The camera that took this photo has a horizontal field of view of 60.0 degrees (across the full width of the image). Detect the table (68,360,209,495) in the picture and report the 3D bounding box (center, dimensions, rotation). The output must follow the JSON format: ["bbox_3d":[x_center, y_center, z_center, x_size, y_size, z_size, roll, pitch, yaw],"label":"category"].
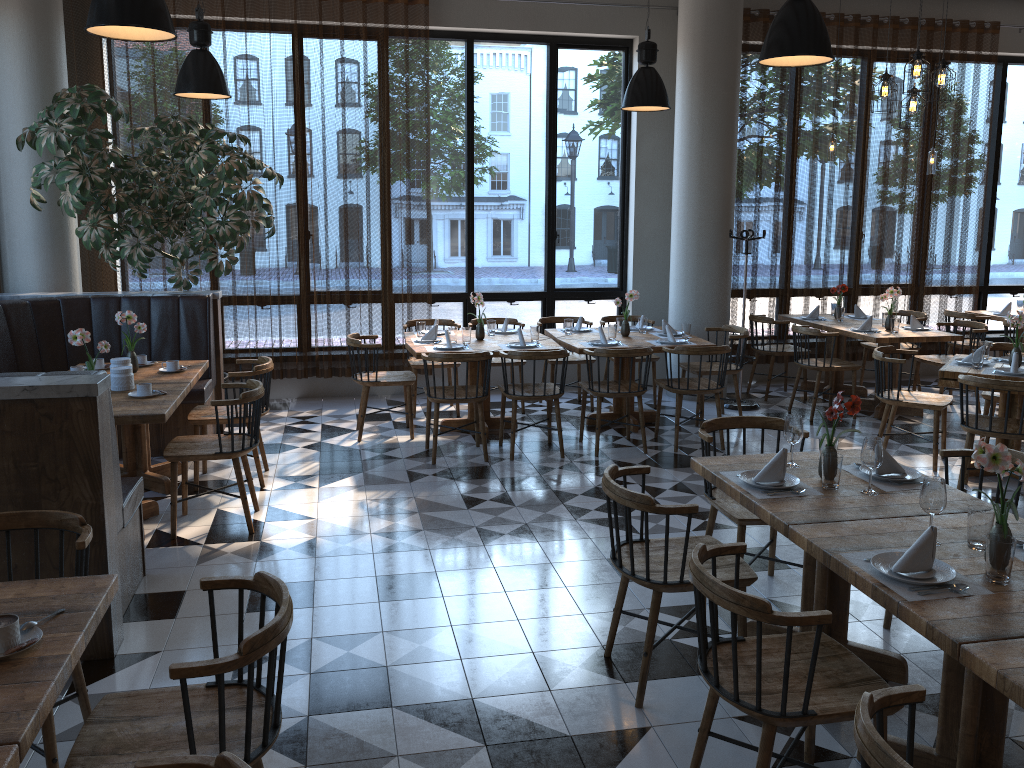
[{"bbox_3d":[-2.480,0.300,5.830,0.850,0.759,0.856,-2,10,-11],"label":"table"}]

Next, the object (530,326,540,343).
[{"bbox_3d":[0.185,-0.402,7.166,0.080,0.131,0.080,-4,11,-26],"label":"object"}]

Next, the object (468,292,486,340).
[{"bbox_3d":[-0.285,-0.560,7.265,0.146,0.397,0.208,-2,10,-12],"label":"object"}]

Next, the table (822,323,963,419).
[{"bbox_3d":[3.427,-0.114,8.093,0.850,0.759,0.856,-2,10,-11],"label":"table"}]

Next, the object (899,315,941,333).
[{"bbox_3d":[3.691,-0.563,8.065,0.272,0.136,0.354,-2,11,-11],"label":"object"}]

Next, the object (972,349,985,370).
[{"bbox_3d":[3.186,-0.168,6.058,0.080,0.131,0.080,-7,12,-36],"label":"object"}]

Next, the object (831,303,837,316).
[{"bbox_3d":[3.311,-0.764,9.090,0.080,0.131,0.080,3,10,13],"label":"object"}]

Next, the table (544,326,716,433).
[{"bbox_3d":[0.965,-0.031,7.606,1.214,0.759,1.224,-1,11,-8],"label":"table"}]

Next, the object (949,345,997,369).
[{"bbox_3d":[3.262,-0.211,6.263,0.272,0.136,0.353,7,13,33],"label":"object"}]

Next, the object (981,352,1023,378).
[{"bbox_3d":[3.341,-0.138,5.897,0.353,0.136,0.273,7,13,33],"label":"object"}]

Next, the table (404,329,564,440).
[{"bbox_3d":[-0.271,0.011,7.358,1.214,0.759,1.224,-1,11,-8],"label":"table"}]

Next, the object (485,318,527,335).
[{"bbox_3d":[-0.060,-0.516,7.727,0.352,0.136,0.273,-2,11,-11],"label":"object"}]

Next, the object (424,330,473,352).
[{"bbox_3d":[-0.490,-0.343,6.834,0.352,0.136,0.273,-2,11,-11],"label":"object"}]

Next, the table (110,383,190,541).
[{"bbox_3d":[-2.311,0.463,5.003,0.850,0.759,0.856,-2,10,-11],"label":"table"}]

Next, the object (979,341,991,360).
[{"bbox_3d":[3.425,-0.239,6.426,0.080,0.131,0.080,-7,12,-36],"label":"object"}]

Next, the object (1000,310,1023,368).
[{"bbox_3d":[3.457,-0.311,6.104,0.146,0.397,0.208,2,9,8],"label":"object"}]

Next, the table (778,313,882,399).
[{"bbox_3d":[3.258,-0.278,8.923,0.850,0.759,0.856,-2,10,-11],"label":"table"}]

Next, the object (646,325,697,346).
[{"bbox_3d":[1.289,-0.403,7.190,0.352,0.136,0.273,-2,11,-11],"label":"object"}]

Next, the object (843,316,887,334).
[{"bbox_3d":[3.170,-0.544,7.955,0.272,0.136,0.354,-2,11,-11],"label":"object"}]

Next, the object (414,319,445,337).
[{"bbox_3d":[-0.658,-0.496,7.607,0.352,0.136,0.273,-2,11,-11],"label":"object"}]

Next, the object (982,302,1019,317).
[{"bbox_3d":[5.148,-0.787,9.247,0.272,0.136,0.354,-2,11,-11],"label":"object"}]

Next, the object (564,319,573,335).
[{"bbox_3d":[0.488,-0.491,7.624,0.080,0.131,0.080,-4,11,-26],"label":"object"}]

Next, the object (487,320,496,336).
[{"bbox_3d":[-0.175,-0.474,7.524,0.080,0.131,0.080,-4,11,-26],"label":"object"}]

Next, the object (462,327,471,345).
[{"bbox_3d":[-0.362,-0.384,7.057,0.080,0.131,0.080,-4,11,-26],"label":"object"}]

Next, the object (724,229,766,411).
[{"bbox_3d":[2.154,-0.602,8.242,0.375,1.648,0.376,-5,10,-29],"label":"object"}]

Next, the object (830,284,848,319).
[{"bbox_3d":[3.247,-0.821,8.805,0.156,0.353,0.172,2,9,11],"label":"object"}]

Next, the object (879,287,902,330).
[{"bbox_3d":[3.403,-0.682,7.987,0.207,0.397,0.147,9,12,42],"label":"object"}]

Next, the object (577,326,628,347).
[{"bbox_3d":[0.727,-0.384,7.077,0.352,0.136,0.273,-2,11,-11],"label":"object"}]

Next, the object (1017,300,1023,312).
[{"bbox_3d":[5.462,-0.837,9.520,0.080,0.131,0.080,4,10,23],"label":"object"}]

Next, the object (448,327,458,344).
[{"bbox_3d":[-0.472,-0.388,7.074,0.080,0.131,0.080,-4,11,-26],"label":"object"}]

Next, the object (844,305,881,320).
[{"bbox_3d":[3.515,-0.733,8.926,0.272,0.136,0.354,-2,11,-11],"label":"object"}]

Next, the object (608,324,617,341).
[{"bbox_3d":[0.826,-0.424,7.295,0.080,0.131,0.080,-4,11,-26],"label":"object"}]

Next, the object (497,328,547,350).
[{"bbox_3d":[0.076,-0.362,6.947,0.352,0.136,0.273,-2,11,-11],"label":"object"}]

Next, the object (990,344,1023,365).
[{"bbox_3d":[3.642,-0.187,6.155,0.583,0.136,0.580,7,13,33],"label":"object"}]

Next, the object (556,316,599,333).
[{"bbox_3d":[0.592,-0.538,7.857,0.352,0.136,0.273,-2,11,-11],"label":"object"}]

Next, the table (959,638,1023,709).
[{"bbox_3d":[1.612,1.088,1.931,0.850,0.759,0.856,-2,10,-11],"label":"table"}]

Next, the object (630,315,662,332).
[{"bbox_3d":[1.154,-0.558,7.970,0.352,0.136,0.273,-2,11,-11],"label":"object"}]

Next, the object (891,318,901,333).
[{"bbox_3d":[3.385,-0.515,7.829,0.080,0.131,0.080,-4,11,-26],"label":"object"}]

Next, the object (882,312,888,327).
[{"bbox_3d":[3.483,-0.597,8.249,0.080,0.131,0.080,-4,11,-26],"label":"object"}]

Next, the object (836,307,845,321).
[{"bbox_3d":[3.214,-0.682,8.670,0.080,0.131,0.080,3,10,13],"label":"object"}]

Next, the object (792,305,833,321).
[{"bbox_3d":[2.994,-0.714,8.816,0.272,0.136,0.354,-2,11,-11],"label":"object"}]

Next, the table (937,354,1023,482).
[{"bbox_3d":[3.481,0.261,6.189,0.866,0.759,0.868,7,12,33],"label":"table"}]

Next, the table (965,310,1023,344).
[{"bbox_3d":[5.416,-0.351,9.355,0.850,0.759,0.856,-2,10,-11],"label":"table"}]

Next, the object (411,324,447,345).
[{"bbox_3d":[-0.674,-0.416,7.200,0.272,0.136,0.354,-2,11,-11],"label":"object"}]
